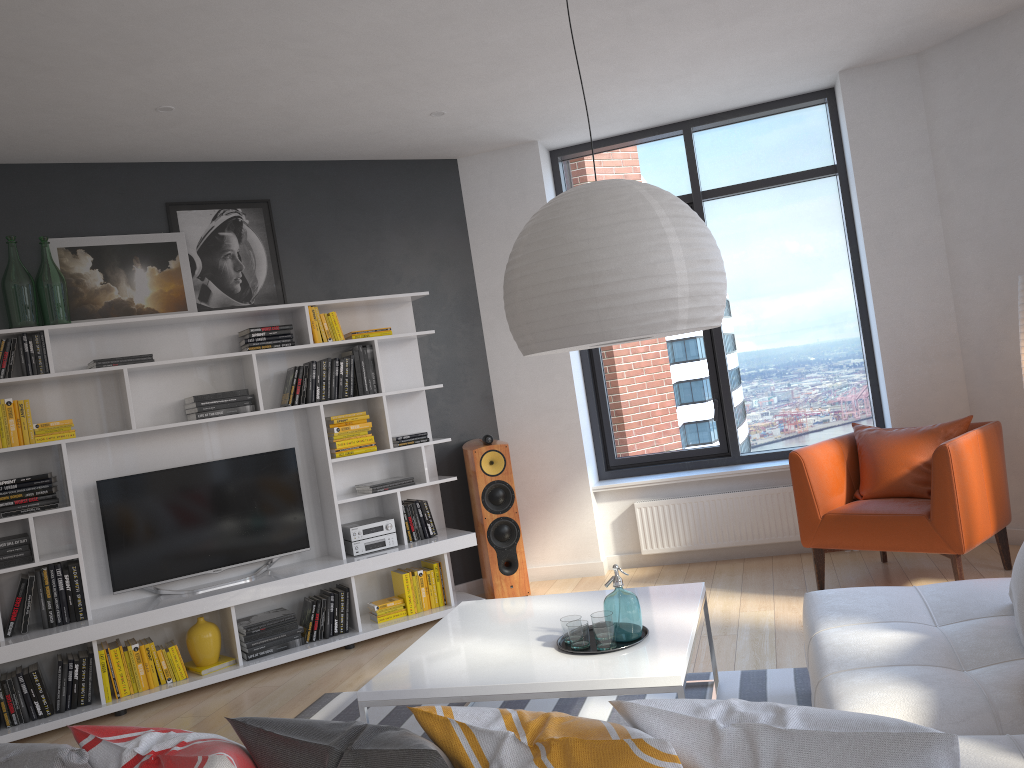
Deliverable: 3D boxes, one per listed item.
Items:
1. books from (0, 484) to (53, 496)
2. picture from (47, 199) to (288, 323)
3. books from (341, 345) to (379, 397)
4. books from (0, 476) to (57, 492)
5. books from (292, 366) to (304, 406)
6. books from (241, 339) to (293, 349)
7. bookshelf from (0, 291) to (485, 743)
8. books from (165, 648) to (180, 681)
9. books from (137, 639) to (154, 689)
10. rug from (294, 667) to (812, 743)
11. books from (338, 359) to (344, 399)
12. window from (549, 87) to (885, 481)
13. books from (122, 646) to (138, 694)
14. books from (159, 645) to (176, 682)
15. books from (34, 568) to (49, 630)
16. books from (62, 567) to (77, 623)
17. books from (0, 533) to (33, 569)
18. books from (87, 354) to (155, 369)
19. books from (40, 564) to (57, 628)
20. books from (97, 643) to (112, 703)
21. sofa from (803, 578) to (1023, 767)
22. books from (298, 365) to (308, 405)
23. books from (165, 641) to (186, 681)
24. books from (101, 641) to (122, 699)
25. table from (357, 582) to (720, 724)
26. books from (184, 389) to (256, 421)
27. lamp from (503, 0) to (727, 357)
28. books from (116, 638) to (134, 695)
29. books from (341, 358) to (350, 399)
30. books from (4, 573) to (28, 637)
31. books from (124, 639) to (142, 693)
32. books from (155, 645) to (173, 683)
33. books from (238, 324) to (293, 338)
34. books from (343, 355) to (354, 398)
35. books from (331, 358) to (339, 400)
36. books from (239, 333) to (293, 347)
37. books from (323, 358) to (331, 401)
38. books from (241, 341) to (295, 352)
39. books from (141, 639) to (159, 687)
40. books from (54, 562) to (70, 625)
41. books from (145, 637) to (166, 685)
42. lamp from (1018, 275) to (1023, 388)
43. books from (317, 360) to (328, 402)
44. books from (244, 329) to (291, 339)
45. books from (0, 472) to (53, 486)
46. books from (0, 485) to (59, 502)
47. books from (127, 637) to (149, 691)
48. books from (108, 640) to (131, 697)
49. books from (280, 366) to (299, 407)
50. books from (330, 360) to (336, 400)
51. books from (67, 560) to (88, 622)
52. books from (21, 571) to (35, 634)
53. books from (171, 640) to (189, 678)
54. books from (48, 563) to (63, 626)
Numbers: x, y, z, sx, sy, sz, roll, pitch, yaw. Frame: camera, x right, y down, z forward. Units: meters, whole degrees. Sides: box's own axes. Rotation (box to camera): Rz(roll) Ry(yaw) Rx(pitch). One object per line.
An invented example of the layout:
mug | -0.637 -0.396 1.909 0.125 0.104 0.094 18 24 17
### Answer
books | -2.557 0.553 4.652 0.264 0.020 0.189 -9 0 -26
picture | -2.002 -0.723 5.213 1.279 0.707 0.076 -9 0 -29
books | -0.961 -0.077 5.594 0.128 0.321 0.259 -9 0 -29
books | -2.566 0.528 4.672 0.284 0.030 0.214 -9 0 -21
books | -1.313 0.016 5.366 0.096 0.234 0.187 -9 0 -29
books | -1.470 -0.239 5.320 0.264 0.020 0.189 -9 0 -31
bookshelf | -1.714 0.625 5.026 3.000 2.052 0.455 -9 0 -29
books | -1.842 1.517 4.797 0.049 0.169 0.113 -9 0 -30
books | -1.965 1.500 4.747 0.043 0.240 0.169 -9 0 -30
rug | -0.047 1.408 3.307 2.326 0.016 1.662 -9 0 16
books | -1.083 -0.025 5.477 0.071 0.243 0.179 -9 0 -30
window | 1.396 -0.633 6.189 1.960 2.402 0.170 -9 0 16
books | -2.034 1.517 4.713 0.042 0.230 0.156 -9 0 -31
books | -1.866 1.511 4.798 0.046 0.187 0.134 -9 0 -29
books | -2.468 1.122 4.654 0.028 0.301 0.213 -9 0 -29
books | -2.357 1.117 4.717 0.028 0.272 0.200 -9 0 -29
books | -2.681 0.880 4.583 0.343 0.137 0.277 -9 0 -29
books | -2.172 -0.115 4.917 0.310 0.047 0.250 -9 0 -34
books | -2.444 1.111 4.674 0.034 0.314 0.237 -9 0 -29
books | -2.140 1.511 4.647 0.029 0.270 0.204 -9 0 -29
sofa | 0.359 0.986 2.401 3.424 0.732 2.614 -9 0 16
books | -1.279 0.010 5.369 0.081 0.233 0.169 -9 0 -30
books | -1.829 1.502 4.823 0.067 0.193 0.148 -9 0 -28
books | -2.116 1.507 4.683 0.048 0.271 0.213 -9 0 -29
table | 0.176 1.150 3.359 1.091 0.435 1.091 -9 0 16
books | -1.706 0.123 5.175 0.343 0.137 0.277 -9 0 -34
lamp | 1.151 -0.100 1.419 0.710 2.647 3.199 -9 0 -38
books | -2.061 1.502 4.720 0.038 0.267 0.202 -9 0 -29
books | -1.056 -0.032 5.505 0.084 0.249 0.191 -9 0 -29
books | -2.576 1.145 4.611 0.142 0.284 0.232 -9 0 -29
books | -2.019 1.501 4.727 0.041 0.252 0.180 -9 0 -29
books | -1.887 1.514 4.795 0.056 0.188 0.138 -9 0 -29
books | -1.481 -0.318 5.325 0.266 0.030 0.209 -9 0 -36
books | -1.028 -0.041 5.523 0.066 0.260 0.197 -9 0 -29
books | -1.113 -0.026 5.476 0.075 0.254 0.192 -9 0 -30
books | -1.481 -0.263 5.339 0.284 0.030 0.214 -9 0 -26
books | -1.153 -0.022 5.456 0.066 0.260 0.197 -9 0 -29
books | -1.464 -0.214 5.318 0.284 0.030 0.214 -9 0 -26
books | -1.953 1.500 4.776 0.043 0.235 0.171 -9 0 -31
books | -2.392 1.102 4.707 0.034 0.315 0.239 -9 0 -29
books | -1.930 1.496 4.799 0.056 0.235 0.172 -9 0 -30
lamp | 2.873 0.187 4.310 0.502 1.550 0.804 -9 0 -24
books | -1.181 -0.013 5.439 0.084 0.249 0.191 -9 0 -29
books | -1.469 -0.293 5.317 0.246 0.026 0.180 -9 0 -26
books | -2.556 0.499 4.648 0.246 0.026 0.180 -9 0 -21
books | -2.550 0.578 4.650 0.284 0.030 0.214 -9 0 -21
books | -2.002 1.499 4.749 0.055 0.252 0.185 -9 0 -30
books | -2.087 1.509 4.706 0.066 0.258 0.198 -9 0 -29
books | -1.340 0.019 5.345 0.104 0.234 0.182 -9 0 -29
books | -1.119 -0.017 5.442 0.069 0.242 0.172 -9 0 -28
books | -2.325 1.101 4.738 0.051 0.297 0.230 -9 0 -29
books | -2.523 1.134 4.621 0.100 0.289 0.210 -9 0 -30
books | -1.813 1.499 4.842 0.046 0.193 0.149 -9 0 -28
books | -2.418 1.101 4.693 0.026 0.326 0.237 -9 0 -29
